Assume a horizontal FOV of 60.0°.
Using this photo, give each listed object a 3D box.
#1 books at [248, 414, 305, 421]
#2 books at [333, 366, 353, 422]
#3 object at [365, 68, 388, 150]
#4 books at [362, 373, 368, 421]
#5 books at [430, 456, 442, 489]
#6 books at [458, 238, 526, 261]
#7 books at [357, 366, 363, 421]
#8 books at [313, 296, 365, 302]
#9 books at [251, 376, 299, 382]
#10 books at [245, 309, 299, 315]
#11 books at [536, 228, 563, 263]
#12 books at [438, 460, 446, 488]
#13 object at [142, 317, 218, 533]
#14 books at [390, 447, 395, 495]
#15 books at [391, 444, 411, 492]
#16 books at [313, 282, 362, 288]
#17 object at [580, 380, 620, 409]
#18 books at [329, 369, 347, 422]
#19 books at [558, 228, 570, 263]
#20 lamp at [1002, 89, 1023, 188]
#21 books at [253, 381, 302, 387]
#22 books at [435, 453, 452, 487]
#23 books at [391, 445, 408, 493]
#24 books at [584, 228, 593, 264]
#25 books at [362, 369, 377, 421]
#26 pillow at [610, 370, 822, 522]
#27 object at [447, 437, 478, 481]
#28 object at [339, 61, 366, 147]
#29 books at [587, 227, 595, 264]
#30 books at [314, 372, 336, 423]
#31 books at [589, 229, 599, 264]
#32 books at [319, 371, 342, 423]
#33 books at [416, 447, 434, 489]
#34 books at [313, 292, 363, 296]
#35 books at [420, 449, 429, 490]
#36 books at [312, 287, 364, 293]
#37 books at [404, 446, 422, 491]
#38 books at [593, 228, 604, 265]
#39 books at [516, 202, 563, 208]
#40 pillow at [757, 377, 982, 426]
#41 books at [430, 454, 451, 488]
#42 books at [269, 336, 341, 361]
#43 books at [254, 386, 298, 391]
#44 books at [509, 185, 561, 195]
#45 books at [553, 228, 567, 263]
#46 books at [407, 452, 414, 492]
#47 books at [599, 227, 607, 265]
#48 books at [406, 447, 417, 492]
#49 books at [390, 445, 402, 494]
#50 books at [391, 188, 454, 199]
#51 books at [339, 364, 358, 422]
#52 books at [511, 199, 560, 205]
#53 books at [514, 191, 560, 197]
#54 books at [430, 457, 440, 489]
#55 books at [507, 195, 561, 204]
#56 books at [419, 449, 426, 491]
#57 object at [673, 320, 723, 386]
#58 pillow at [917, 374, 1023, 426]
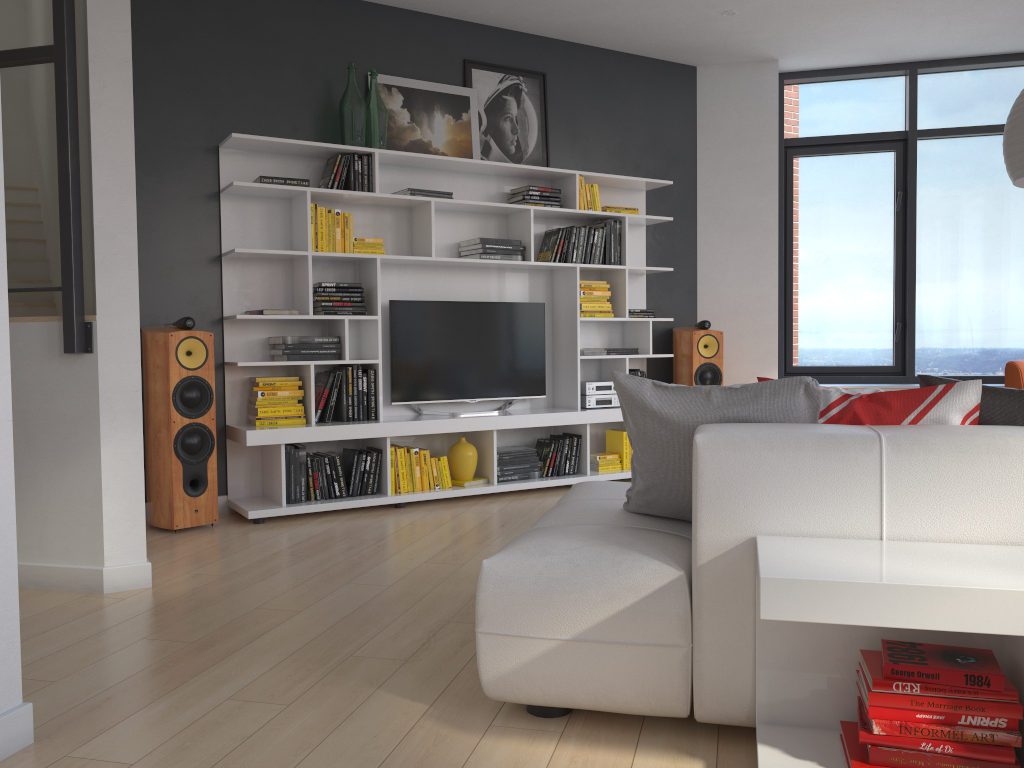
[{"bbox_3d":[-1.318,0.183,4.964,0.269,0.025,0.213,-2,3,-27],"label":"books"},{"bbox_3d":[-0.981,0.056,5.151,0.034,0.314,0.237,-2,3,-30],"label":"books"},{"bbox_3d":[-0.812,-1.600,5.224,0.157,0.507,0.157,-1,3,-17],"label":"object"},{"bbox_3d":[-0.896,0.073,5.198,0.028,0.272,0.200,-2,3,-30],"label":"books"},{"bbox_3d":[-0.467,0.527,5.309,0.046,0.187,0.134,-2,3,-31],"label":"books"},{"bbox_3d":[-0.128,-0.840,5.640,0.343,0.137,0.277,-2,3,-35],"label":"books"},{"bbox_3d":[-0.928,0.054,5.186,0.034,0.315,0.239,-2,3,-30],"label":"books"},{"bbox_3d":[-1.011,-0.485,5.105,0.284,0.030,0.214,-2,3,-22],"label":"books"},{"bbox_3d":[-1.336,-0.027,4.989,0.234,0.024,0.171,-2,3,-26],"label":"books"},{"bbox_3d":[-1.329,-0.392,4.912,0.209,0.030,0.266,-3,3,-37],"label":"books"},{"bbox_3d":[0.245,-0.900,5.819,0.104,0.234,0.182,-2,3,-30],"label":"books"},{"bbox_3d":[-0.444,0.536,5.309,0.049,0.169,0.113,-2,3,-32],"label":"books"},{"bbox_3d":[-1.759,0.199,4.627,0.434,1.088,0.290,2,3,44],"label":"object"},{"bbox_3d":[-0.734,0.495,5.149,0.029,0.270,0.204,-2,3,-30],"label":"books"},{"bbox_3d":[-0.657,0.494,5.224,0.038,0.267,0.202,-2,3,-30],"label":"books"},{"bbox_3d":[-1.006,-0.564,5.100,0.246,0.026,0.180,-2,3,-23],"label":"books"},{"bbox_3d":[0.551,0.070,6.026,0.285,0.174,0.270,-2,3,-30],"label":"object"},{"bbox_3d":[-1.005,0.065,5.131,0.028,0.301,0.213,-2,3,-30],"label":"books"},{"bbox_3d":[0.305,-0.901,5.845,0.081,0.233,0.169,-2,3,-31],"label":"books"},{"bbox_3d":[2.837,-0.517,1.976,0.710,2.647,3.199,-3,3,-40],"label":"lamp"},{"bbox_3d":[-1.315,-0.002,4.974,0.234,0.024,0.171,-2,3,-26],"label":"books"},{"bbox_3d":[-0.414,0.521,5.354,0.046,0.193,0.149,-2,3,-30],"label":"books"},{"bbox_3d":[-0.683,0.498,5.210,0.066,0.258,0.198,-2,3,-30],"label":"books"},{"bbox_3d":[0.466,-0.909,5.921,0.069,0.242,0.172,-2,3,-30],"label":"books"},{"bbox_3d":[-0.863,0.060,5.219,0.051,0.297,0.230,-2,3,-30],"label":"books"},{"bbox_3d":[1.745,0.157,2.488,2.953,0.453,0.647,-1,2,2],"label":"pillow"},{"bbox_3d":[-0.302,0.455,5.430,0.185,0.257,0.185,1,3,37],"label":"object"},{"bbox_3d":[-0.917,-1.593,5.096,0.157,0.507,0.157,-1,3,-17],"label":"object"},{"bbox_3d":[0.472,-0.918,5.955,0.075,0.254,0.192,-2,3,-31],"label":"books"},{"bbox_3d":[-1.114,0.075,5.086,0.142,0.284,0.232,-2,3,-31],"label":"books"},{"bbox_3d":[0.501,-0.914,5.957,0.071,0.243,0.179,-2,3,-32],"label":"books"},{"bbox_3d":[-1.061,0.071,5.097,0.100,0.289,0.210,-2,3,-31],"label":"books"},{"bbox_3d":[-0.529,0.503,5.307,0.056,0.235,0.172,-2,3,-31],"label":"books"},{"bbox_3d":[-1.014,-0.510,5.106,0.264,0.020,0.189,-2,3,-27],"label":"books"},{"bbox_3d":[-0.551,0.504,5.284,0.043,0.235,0.171,-2,3,-32],"label":"books"},{"bbox_3d":[-1.020,-0.537,5.124,0.284,0.030,0.214,-2,3,-22],"label":"books"},{"bbox_3d":[-0.599,0.498,5.255,0.055,0.252,0.185,-2,3,-32],"label":"books"},{"bbox_3d":[0.528,-0.918,5.987,0.084,0.249,0.191,-2,3,-30],"label":"books"},{"bbox_3d":[0.156,-1.146,5.779,0.284,0.030,0.214,-2,3,-27],"label":"books"},{"bbox_3d":[1.756,0.203,2.144,2.250,0.449,0.575,0,3,12],"label":"pillow"},{"bbox_3d":[-0.430,0.522,5.334,0.067,0.193,0.148,-2,3,-30],"label":"books"},{"bbox_3d":[-1.180,-0.201,5.045,0.343,0.137,0.277,-2,3,-30],"label":"books"},{"bbox_3d":[-1.324,0.022,4.974,0.238,0.023,0.167,-1,3,-15],"label":"books"},{"bbox_3d":[0.152,-1.252,5.782,0.266,0.030,0.209,-3,3,-37],"label":"books"},{"bbox_3d":[0.271,-0.900,5.841,0.096,0.234,0.187,-2,3,-30],"label":"books"},{"bbox_3d":[-0.632,0.513,5.219,0.042,0.230,0.156,-2,3,-32],"label":"books"},{"bbox_3d":[0.557,-0.924,6.004,0.066,0.260,0.197,-2,3,-30],"label":"books"},{"bbox_3d":[-0.616,0.499,5.233,0.041,0.252,0.180,-2,3,-30],"label":"books"},{"bbox_3d":[-0.711,0.493,5.186,0.048,0.271,0.213,-2,3,-31],"label":"books"},{"bbox_3d":[-0.548,-1.129,5.359,0.310,0.047,0.250,-2,3,-35],"label":"books"},{"bbox_3d":[-0.954,0.049,5.171,0.026,0.326,0.237,-2,3,-30],"label":"books"},{"bbox_3d":[0.152,-1.172,5.780,0.264,0.020,0.189,-2,3,-32],"label":"books"},{"bbox_3d":[0.161,-1.225,5.775,0.246,0.026,0.180,-2,3,-28],"label":"books"},{"bbox_3d":[-0.489,0.527,5.305,0.056,0.188,0.138,-2,3,-30],"label":"books"},{"bbox_3d":[0.145,-1.198,5.798,0.284,0.030,0.214,-2,3,-27],"label":"books"},{"bbox_3d":[-0.562,0.504,5.254,0.043,0.240,0.169,-2,3,-32],"label":"books"},{"bbox_3d":[1.320,0.087,6.432,0.290,1.088,0.434,-1,3,-16],"label":"object"},{"bbox_3d":[2.074,0.176,2.069,2.120,0.436,0.608,0,3,10],"label":"pillow"}]
